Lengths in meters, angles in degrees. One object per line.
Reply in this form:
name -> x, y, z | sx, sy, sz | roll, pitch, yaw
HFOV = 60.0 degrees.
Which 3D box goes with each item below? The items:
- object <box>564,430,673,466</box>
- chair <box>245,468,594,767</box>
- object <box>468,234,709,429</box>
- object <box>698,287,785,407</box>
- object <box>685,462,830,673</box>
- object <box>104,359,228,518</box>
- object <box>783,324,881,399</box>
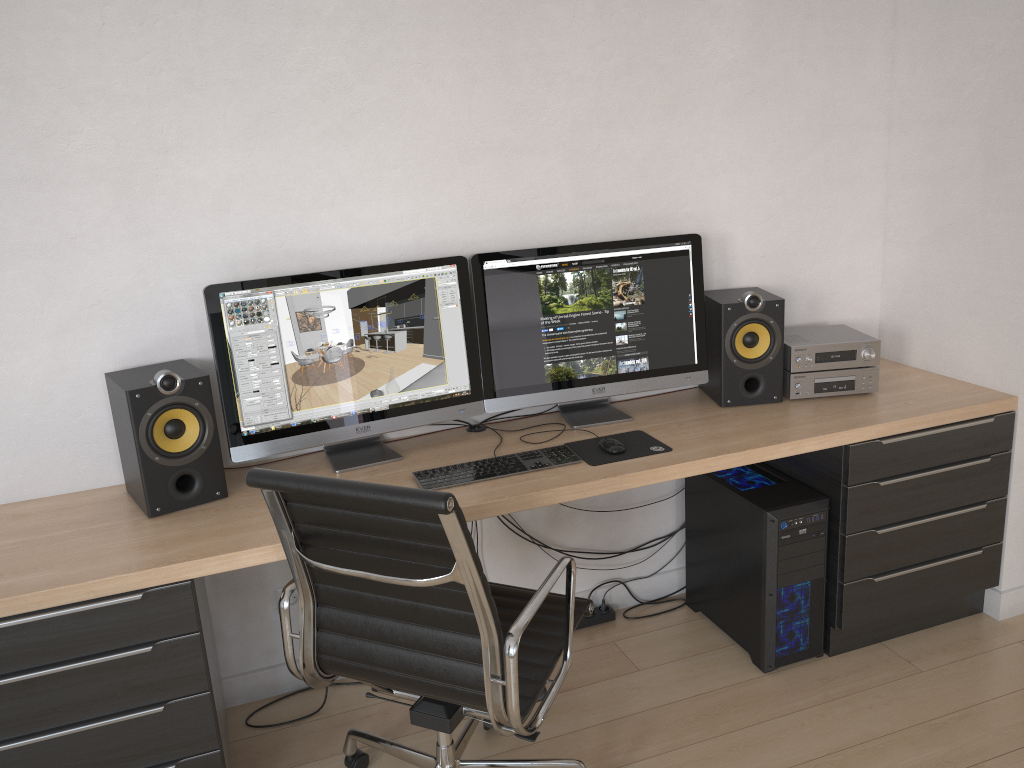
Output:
object -> 0.292, 0.176, 2.463 | 0.250, 0.002, 0.200 | -9, 16, -18
chair -> -0.185, 0.580, 2.062 | 0.664, 0.991, 0.699 | 6, 18, 30
object -> 0.239, -0.158, 2.678 | 0.716, 0.535, 0.190 | -7, 16, -14
object -> 0.726, -0.134, 2.823 | 0.198, 0.354, 0.249 | -5, 16, -4
object -> 0.768, 0.552, 2.821 | 0.215, 0.527, 0.474 | -9, 16, -18
object -> -0.885, 0.120, 2.270 | 0.198, 0.354, 0.249 | -14, 19, -33
object -> 0.995, -0.073, 2.874 | 0.285, 0.174, 0.270 | -5, 16, -4
